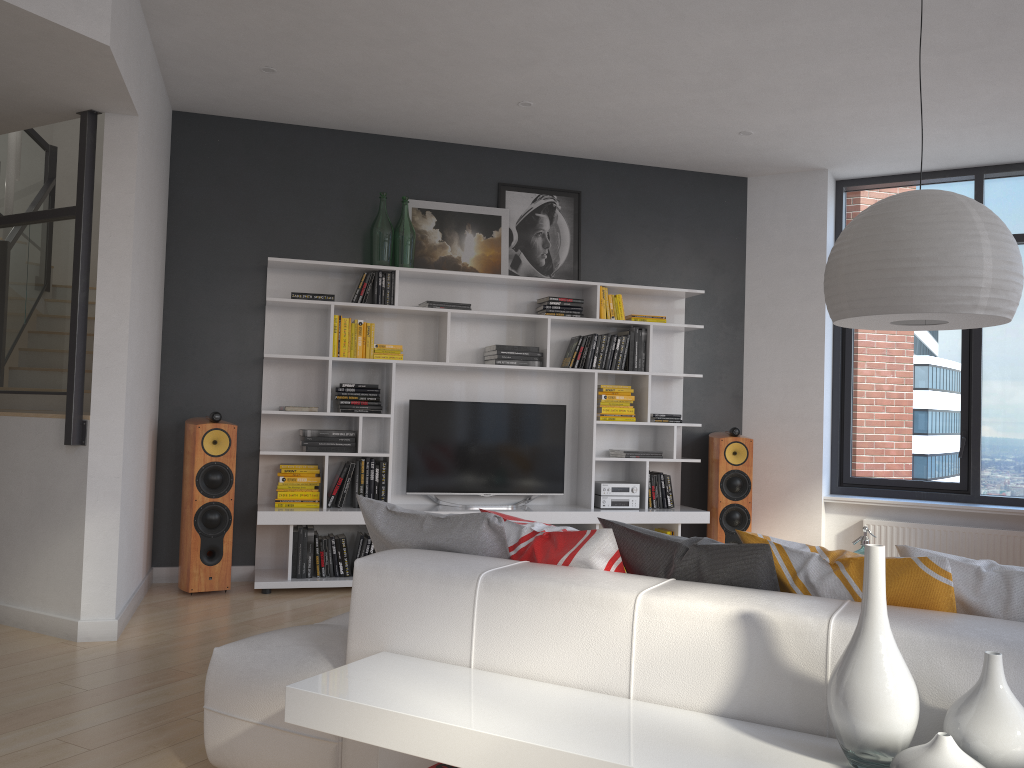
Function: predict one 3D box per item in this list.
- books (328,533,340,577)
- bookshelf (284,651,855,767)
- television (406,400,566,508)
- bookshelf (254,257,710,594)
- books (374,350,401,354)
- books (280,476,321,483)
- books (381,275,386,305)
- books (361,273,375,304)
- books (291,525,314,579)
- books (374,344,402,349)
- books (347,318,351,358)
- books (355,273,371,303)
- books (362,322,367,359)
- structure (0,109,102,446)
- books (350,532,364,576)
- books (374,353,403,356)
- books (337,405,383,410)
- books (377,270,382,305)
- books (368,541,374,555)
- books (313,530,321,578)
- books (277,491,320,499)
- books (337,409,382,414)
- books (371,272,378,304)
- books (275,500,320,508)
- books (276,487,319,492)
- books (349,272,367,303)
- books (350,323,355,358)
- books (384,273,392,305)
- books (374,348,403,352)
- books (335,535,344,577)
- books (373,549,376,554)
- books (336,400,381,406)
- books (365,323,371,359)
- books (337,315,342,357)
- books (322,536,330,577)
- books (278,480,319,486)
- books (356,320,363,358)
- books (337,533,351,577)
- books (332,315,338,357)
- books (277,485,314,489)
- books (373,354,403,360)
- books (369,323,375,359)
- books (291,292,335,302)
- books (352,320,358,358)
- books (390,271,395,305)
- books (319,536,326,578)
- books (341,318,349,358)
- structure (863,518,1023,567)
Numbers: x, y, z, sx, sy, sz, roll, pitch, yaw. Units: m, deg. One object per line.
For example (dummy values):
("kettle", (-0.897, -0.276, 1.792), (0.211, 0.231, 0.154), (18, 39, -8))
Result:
("books", (-1.127, 1.078, 5.603), (0.066, 0.255, 0.193), (2, -2, -16))
("bookshelf", (0.712, 0.939, 1.480), (2.600, 0.500, 0.356), (1, -2, 29))
("television", (-0.166, 0.477, 6.035), (1.102, 0.704, 0.207), (2, -2, -16))
("bookshelf", (-0.123, 0.301, 5.939), (3.000, 2.052, 0.455), (2, -2, -16))
("books", (-0.819, -0.206, 5.800), (0.169, 0.018, 0.113), (2, -2, -15))
("books", (-1.356, 0.607, 5.678), (0.250, 0.035, 0.185), (2, -2, -13))
("books", (-0.853, -0.603, 5.819), (0.021, 0.200, 0.147), (2, -2, -16))
("books", (-0.946, -0.613, 5.791), (0.074, 0.212, 0.154), (2, -2, -17))
("books", (-1.318, 1.041, 5.562), (0.128, 0.321, 0.259), (2, -2, -16))
("books", (-0.824, -0.241, 5.829), (0.186, 0.026, 0.138), (2, -2, -16))
("books", (-1.066, -0.291, 5.765), (0.015, 0.263, 0.199), (2, -2, -16))
("books", (-0.977, -0.613, 5.795), (0.087, 0.214, 0.171), (2, -2, -16))
("books", (-0.974, -0.277, 5.789), (0.023, 0.239, 0.169), (2, -2, -16))
("structure", (-3.123, -0.934, 6.417), (4.190, 4.339, 2.823), (1, -2, 29))
("books", (-0.991, 1.081, 5.659), (0.066, 0.260, 0.197), (2, -2, -16))
("books", (-0.820, -0.191, 5.820), (0.196, 0.011, 0.148), (2, -2, -16))
("books", (-0.989, 0.152, 5.755), (0.270, 0.025, 0.189), (2, -2, -17))
("books", (-0.878, -0.618, 5.817), (0.025, 0.232, 0.176), (2, -2, -16))
("books", (-0.918, 1.091, 5.663), (0.071, 0.243, 0.179), (2, -2, -17))
("books", (-1.232, 1.067, 5.581), (0.053, 0.268, 0.202), (2, -2, -16))
("books", (-1.367, 0.702, 5.662), (0.255, 0.044, 0.198), (2, -2, -16))
("books", (-0.991, 0.178, 5.752), (0.263, 0.026, 0.189), (2, -2, -18))
("books", (-0.900, -0.613, 5.805), (0.021, 0.221, 0.156), (2, -2, -16))
("books", (-1.363, 0.764, 5.647), (0.270, 0.029, 0.204), (2, -2, -11))
("books", (-1.372, 0.673, 5.676), (0.263, 0.015, 0.198), (2, -2, -13))
("books", (-1.007, -0.615, 5.781), (0.096, 0.213, 0.166), (2, -2, -18))
("books", (-1.043, -0.274, 5.749), (0.024, 0.229, 0.156), (2, -2, -16))
("books", (-0.825, -0.610, 5.828), (0.038, 0.218, 0.169), (2, -2, -16))
("books", (-0.817, -0.221, 5.817), (0.187, 0.014, 0.134), (2, -2, -16))
("books", (-1.096, 1.085, 5.604), (0.066, 0.242, 0.177), (2, -2, -16))
("books", (-0.884, 1.090, 5.684), (0.084, 0.249, 0.191), (2, -2, -16))
("books", (-1.000, 0.125, 5.771), (0.266, 0.030, 0.209), (2, -2, -17))
("books", (-0.949, -0.274, 5.792), (0.024, 0.234, 0.172), (2, -2, -16))
("books", (-1.127, -0.299, 5.741), (0.025, 0.270, 0.213), (2, -2, -16))
("books", (-1.175, 1.085, 5.585), (0.049, 0.236, 0.170), (2, -2, -15))
("books", (-1.367, 0.634, 5.676), (0.251, 0.019, 0.180), (2, -2, -16))
("books", (-1.001, -0.284, 5.779), (0.035, 0.250, 0.185), (2, -2, -16))
("books", (-1.064, 1.083, 5.617), (0.083, 0.249, 0.191), (2, -2, -16))
("books", (-1.150, -0.300, 5.725), (0.029, 0.270, 0.204), (2, -2, -16))
("books", (-1.375, 0.654, 5.654), (0.228, 0.024, 0.152), (2, -2, -12))
("books", (-0.820, -0.169, 5.815), (0.190, 0.033, 0.147), (2, -2, -16))
("books", (-0.925, -0.273, 5.802), (0.024, 0.234, 0.172), (2, -2, -16))
("books", (-1.276, -0.545, 5.686), (0.268, 0.046, 0.208), (2, -2, -12))
("books", (-1.028, -0.285, 5.773), (0.019, 0.251, 0.180), (2, -2, -16))
("books", (-0.796, -0.616, 5.829), (0.019, 0.230, 0.174), (2, -2, -16))
("books", (-1.200, 1.084, 5.585), (0.053, 0.240, 0.189), (2, -2, -16))
("books", (-1.095, -0.290, 5.755), (0.044, 0.255, 0.198), (2, -2, -16))
("structure", (3.161, 1.202, 6.003), (1.474, 0.460, 0.110), (1, -2, 29))
